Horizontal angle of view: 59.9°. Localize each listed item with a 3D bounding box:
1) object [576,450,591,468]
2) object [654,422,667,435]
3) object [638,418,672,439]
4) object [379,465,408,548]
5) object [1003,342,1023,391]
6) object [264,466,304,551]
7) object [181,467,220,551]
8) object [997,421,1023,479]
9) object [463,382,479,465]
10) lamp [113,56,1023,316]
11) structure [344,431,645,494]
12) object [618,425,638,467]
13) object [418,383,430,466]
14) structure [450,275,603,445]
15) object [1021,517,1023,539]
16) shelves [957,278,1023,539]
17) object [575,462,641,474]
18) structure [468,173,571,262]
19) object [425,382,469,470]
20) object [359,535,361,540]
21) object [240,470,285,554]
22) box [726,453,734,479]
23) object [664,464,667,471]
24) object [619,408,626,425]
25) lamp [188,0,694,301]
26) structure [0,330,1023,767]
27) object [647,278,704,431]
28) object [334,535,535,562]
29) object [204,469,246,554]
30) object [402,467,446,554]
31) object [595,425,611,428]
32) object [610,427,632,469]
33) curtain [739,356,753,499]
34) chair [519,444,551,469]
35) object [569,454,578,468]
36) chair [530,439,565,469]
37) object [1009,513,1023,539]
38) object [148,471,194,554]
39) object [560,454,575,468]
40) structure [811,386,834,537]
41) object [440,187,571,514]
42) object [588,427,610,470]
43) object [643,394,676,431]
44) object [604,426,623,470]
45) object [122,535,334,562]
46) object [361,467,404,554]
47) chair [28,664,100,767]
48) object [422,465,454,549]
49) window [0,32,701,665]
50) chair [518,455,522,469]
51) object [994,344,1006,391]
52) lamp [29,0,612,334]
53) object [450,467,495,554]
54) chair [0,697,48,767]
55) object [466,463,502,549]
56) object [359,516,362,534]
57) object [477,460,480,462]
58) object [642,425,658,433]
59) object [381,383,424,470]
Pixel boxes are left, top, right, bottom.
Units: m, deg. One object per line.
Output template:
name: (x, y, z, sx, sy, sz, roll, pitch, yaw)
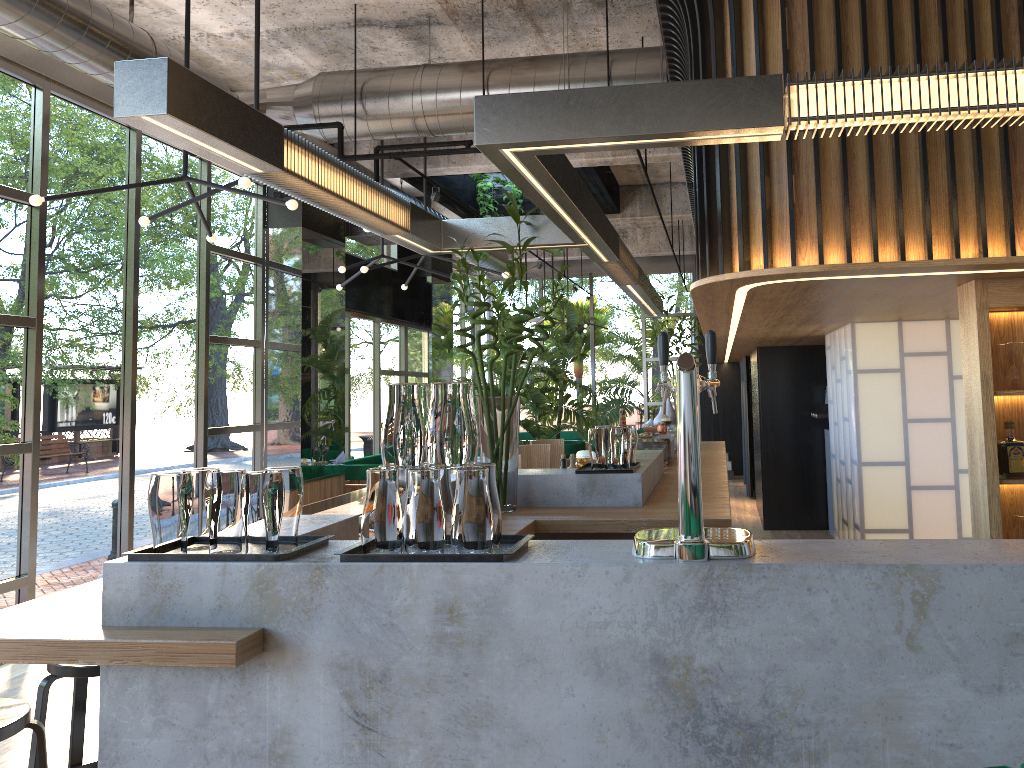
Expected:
object: (0.449, 0.494, 5.476, 0.110, 0.172, 0.137, -1, -3, 5)
object: (1.231, 0.373, 7.463, 0.160, 0.107, 0.086, 0, -3, -34)
object: (1.137, 0.359, 7.217, 0.205, 0.135, 0.820, -2, -1, 19)
object: (-0.305, 0.314, 2.296, 0.105, 0.210, 0.105, -1, -4, 6)
object: (2.200, -0.077, 3.875, 0.110, 0.210, 0.100, 3, -6, -44)
object: (-0.598, 0.323, 2.313, 0.105, 0.210, 0.105, -1, -4, 6)
object: (-0.823, 0.329, 2.341, 0.101, 0.210, 0.109, -3, -4, 26)
object: (2.194, 0.288, 3.906, 0.152, 0.249, 0.093, -1, -4, -2)
object: (-0.138, 0.100, 2.280, 0.106, 0.210, 0.104, -1, -4, -4)
lamp: (1.885, -1.791, 5.612, 4.939, 2.141, 6.774, -2, -1, 6)
structure: (0.134, 0.875, 6.393, 5.937, 1.555, 20.358, -2, -1, 13)
object: (0.581, 0.313, 4.465, 0.110, 0.210, 0.100, 2, -5, -34)
object: (-0.254, 0.103, 2.286, 0.106, 0.210, 0.104, -1, -4, -4)
structure: (0.168, 0.047, 13.314, 2.452, 3.452, 2.637, -1, -3, -4)
object: (2.241, 0.684, 3.820, 0.110, 0.210, 0.100, 3, -6, -44)
shelves: (2.602, 0.536, 3.842, 1.095, 2.066, 0.283, -2, -5, 8)
object: (0.476, 0.410, 4.346, 0.268, 0.019, 0.443, -2, -1, 12)
structure: (0.417, -2.405, 11.997, 2.068, 1.523, 1.475, -3, -3, 40)
object: (-0.158, 0.099, 2.168, 0.106, 0.210, 0.104, -1, -4, -4)
object: (-0.598, 0.568, 3.109, 0.285, 0.037, 0.312, -2, -1, 37)
object: (-0.618, 0.323, 2.199, 0.105, 0.210, 0.105, -1, -4, 6)
box: (3.663, 1.417, 15.360, 0.332, 0.444, 0.278, -1, -4, -1)
object: (0.882, 0.556, 5.899, 0.285, 0.037, 0.313, -2, -1, 39)
object: (0.671, 0.284, 5.371, 0.078, 0.278, 0.071, 3, -6, -43)
lamp: (0.356, -2.009, 11.228, 3.738, 1.537, 10.135, -2, -1, 10)
structure: (2.266, 0.718, 5.194, 5.757, 1.737, 7.211, -2, -1, 11)
object: (1.528, -0.201, 8.074, 0.611, 1.557, 0.639, 3, -6, -40)
object: (-0.182, 0.407, 2.209, 0.431, 0.019, 0.276, -2, -1, 9)
object: (-0.731, 0.326, 2.268, 0.101, 0.210, 0.109, -3, -4, 26)
object: (-0.213, 0.310, 2.160, 0.106, 0.210, 0.104, -1, -4, -4)
object: (0.466, 0.316, 4.473, 0.110, 0.210, 0.100, 2, -5, -34)
object: (0.519, 0.312, 4.220, 0.110, 0.210, 0.100, 2, -5, -34)
curtain: (3.741, 0.592, 14.218, 0.120, 2.067, 3.314, -2, -2, 13)
chair: (0.264, 1.024, 7.664, 0.561, 0.974, 0.531, 0, -4, -14)
object: (0.320, 0.471, 4.652, 0.072, 0.211, 0.068, 1, -5, -22)
chair: (0.453, 1.026, 8.463, 0.530, 0.974, 0.561, -3, -4, 21)
object: (2.258, 0.684, 3.937, 0.110, 0.210, 0.100, 3, -6, -44)
object: (-0.859, 0.329, 2.236, 0.101, 0.210, 0.109, -3, -4, 26)
object: (0.295, 0.469, 4.582, 0.067, 0.216, 0.170, -4, -5, 37)
structure: (3.435, 0.788, 9.210, 0.541, 1.602, 0.848, -2, -4, 12)
object: (-0.043, -0.197, 4.113, 0.658, 1.557, 0.595, -2, -5, 16)
object: (0.416, 0.315, 4.247, 0.110, 0.210, 0.100, 2, -5, -34)
object: (1.377, 0.231, 8.079, 0.330, 0.399, 0.305, 1, -4, -30)
object: (0.500, 0.314, 4.346, 0.110, 0.210, 0.100, 3, -6, -44)
object: (-0.718, 0.422, 2.286, 0.431, 0.019, 0.276, -2, -1, 9)
object: (-0.318, 0.313, 2.185, 0.105, 0.210, 0.105, -1, -4, 6)
chair: (-1.436, 1.308, 3.186, 0.516, 0.700, 0.510, -1, -3, -1)
object: (-0.195, 0.311, 2.269, 0.106, 0.210, 0.104, -1, -4, -4)
window: (-0.996, -1.577, 6.752, 4.076, 6.520, 20.608, -2, -1, 13)
chair: (0.106, 1.021, 6.920, 0.522, 0.974, 0.569, -4, -5, 34)
object: (2.220, -0.076, 3.987, 0.110, 0.210, 0.100, 3, -6, -44)
lamp: (0.342, -1.888, 6.835, 5.008, 1.830, 19.132, -2, -1, 13)
object: (-0.095, 0.307, 2.136, 0.106, 0.210, 0.104, -1, -4, -4)
chair: (-1.601, 1.306, 2.484, 0.496, 0.700, 0.531, -3, -4, 25)
object: (-0.079, 0.308, 2.253, 0.106, 0.210, 0.104, -1, -4, -4)
object: (-0.554, 0.554, 3.484, 0.192, 0.065, 0.267, -1, -1, -2)
object: (-0.315, 0.939, 10.927, 0.232, 0.019, 0.363, -2, -1, 21)
object: (1.258, 0.393, 7.835, 0.186, 0.073, 0.234, -2, -1, 31)
object: (-0.271, 0.102, 2.196, 0.106, 0.210, 0.104, -1, -4, -4)
